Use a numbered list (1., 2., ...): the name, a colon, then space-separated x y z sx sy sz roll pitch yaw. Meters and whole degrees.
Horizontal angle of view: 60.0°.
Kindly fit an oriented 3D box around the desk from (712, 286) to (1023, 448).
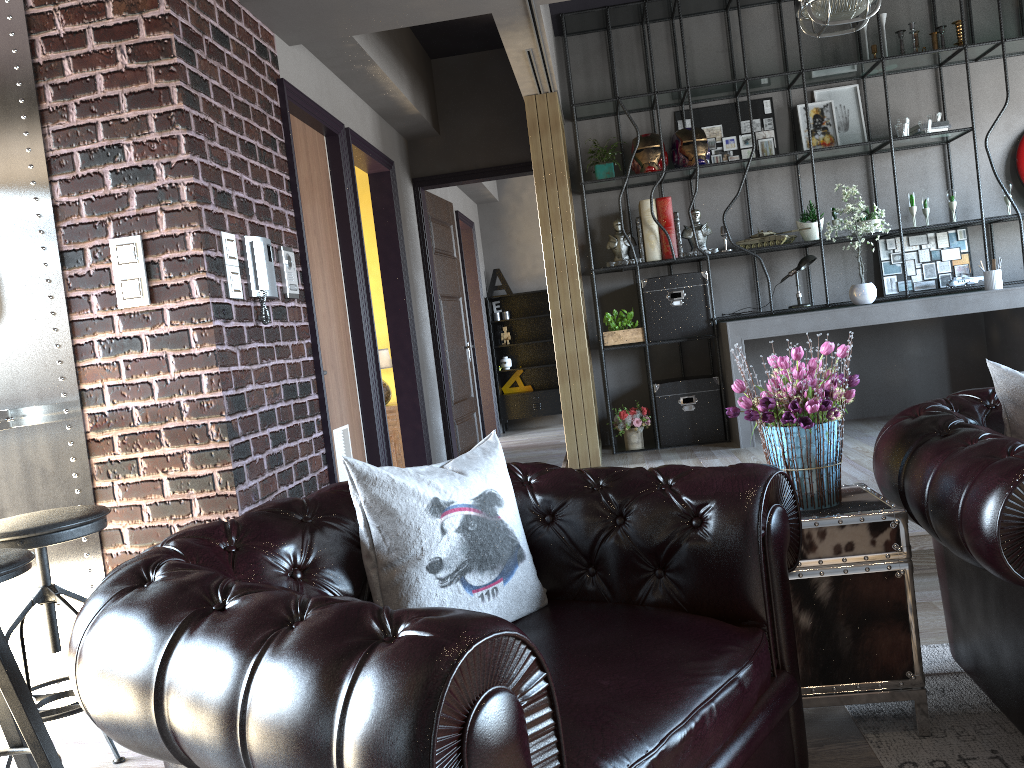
1. desk: 2.634 -0.138 6.464 2.129 0.885 0.845 -7 3 6

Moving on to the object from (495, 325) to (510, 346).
1. object: -0.117 -0.606 10.930 0.190 0.254 0.129 -7 2 5

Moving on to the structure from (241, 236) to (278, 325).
1. structure: -1.045 -0.434 3.771 0.068 0.370 0.279 -7 3 7

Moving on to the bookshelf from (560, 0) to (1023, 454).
1. bookshelf: 2.785 -1.361 6.556 4.482 3.281 0.527 -7 2 6

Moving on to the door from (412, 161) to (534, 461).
1. door: -0.056 -0.518 7.784 1.149 2.542 1.129 -7 2 6

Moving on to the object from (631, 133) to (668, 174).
1. object: 1.029 -1.727 6.682 0.280 0.327 0.400 -6 3 11

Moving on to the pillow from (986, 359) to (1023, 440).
1. pillow: 1.646 0.132 2.486 0.528 0.469 0.283 -7 3 9

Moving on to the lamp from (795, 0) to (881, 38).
1. lamp: 1.825 -2.636 5.170 0.534 1.148 0.515 -8 3 -16

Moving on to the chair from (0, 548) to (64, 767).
1. chair: -1.402 0.845 2.249 0.451 0.773 0.450 -9 3 -43

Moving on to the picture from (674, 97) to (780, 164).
1. picture: 1.666 -1.919 6.868 0.749 0.503 0.058 -7 2 6

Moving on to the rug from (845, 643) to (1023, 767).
1. rug: 2.103 0.833 1.693 2.474 0.003 2.256 -7 3 6

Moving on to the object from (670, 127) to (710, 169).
1. object: 1.344 -1.764 6.646 0.280 0.327 0.399 -7 3 -3

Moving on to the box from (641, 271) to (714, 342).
1. box: 1.246 -0.589 6.752 0.488 0.480 0.374 -7 3 6

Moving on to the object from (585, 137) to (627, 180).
1. object: 0.691 -1.690 6.735 0.324 0.339 0.295 -9 3 -37

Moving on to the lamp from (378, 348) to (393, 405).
1. lamp: -1.027 0.258 6.873 0.291 1.044 0.441 -8 3 -20

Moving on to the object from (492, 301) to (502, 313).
1. object: -0.187 -0.958 11.052 0.107 0.151 0.055 -7 2 6

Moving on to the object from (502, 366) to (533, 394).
1. object: 0.056 -0.056 11.072 0.393 0.321 0.057 -7 2 6

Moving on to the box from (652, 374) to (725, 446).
1. box: 1.341 0.190 6.783 0.488 0.480 0.374 -7 3 6

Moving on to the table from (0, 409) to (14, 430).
1. table: -2.179 0.739 2.635 0.656 1.129 1.600 -7 3 7

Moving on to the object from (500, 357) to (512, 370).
1. object: -0.075 -0.255 10.926 0.139 0.162 0.139 -8 3 -28

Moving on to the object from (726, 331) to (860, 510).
1. object: 0.810 0.101 2.504 0.349 0.484 0.352 -5 3 37

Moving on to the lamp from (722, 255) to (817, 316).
1. lamp: 1.942 -0.740 6.695 0.739 0.371 0.205 -5 3 31

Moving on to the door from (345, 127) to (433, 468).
1. door: -1.312 -0.269 6.044 1.098 2.542 1.151 -7 2 6

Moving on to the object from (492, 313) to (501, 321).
1. object: -0.190 -0.832 11.016 0.095 0.101 0.095 -5 3 29

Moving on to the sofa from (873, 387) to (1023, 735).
1. sofa: 2.354 0.348 2.354 2.565 0.838 1.240 -7 3 6

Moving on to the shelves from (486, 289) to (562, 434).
1. shelves: 0.254 -0.287 10.899 0.911 1.676 0.353 -7 2 6

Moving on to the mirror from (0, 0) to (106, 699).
1. mirror: -2.214 -0.473 3.386 1.048 3.459 0.050 -7 2 6

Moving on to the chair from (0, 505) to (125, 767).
1. chair: -1.486 0.817 2.874 0.439 0.781 0.439 -8 3 -15

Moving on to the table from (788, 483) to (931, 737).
1. table: 0.883 0.633 2.525 0.417 0.609 0.406 -7 3 6

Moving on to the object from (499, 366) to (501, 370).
1. object: -0.154 -0.193 10.856 0.031 0.054 0.042 -9 3 -38

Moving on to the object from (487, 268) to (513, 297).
1. object: -0.169 -1.261 11.032 0.343 0.344 0.057 -7 2 6

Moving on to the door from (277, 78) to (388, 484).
1. door: -1.002 -0.238 4.833 0.219 2.538 1.003 -7 2 7

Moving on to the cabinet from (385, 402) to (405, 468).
1. cabinet: -1.468 0.597 6.935 1.431 0.750 0.409 -7 2 6

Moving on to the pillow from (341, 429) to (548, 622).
1. pillow: -0.148 0.372 2.202 0.290 0.502 0.542 -5 4 44

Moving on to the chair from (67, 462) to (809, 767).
1. chair: -0.127 0.665 2.047 1.244 0.844 1.494 -5 4 36

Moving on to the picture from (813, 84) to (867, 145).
1. picture: 2.498 -2.006 6.743 0.332 0.514 0.119 -7 2 6

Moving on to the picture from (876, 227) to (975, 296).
1. picture: 3.137 -0.926 6.729 0.665 0.447 0.051 -7 2 6

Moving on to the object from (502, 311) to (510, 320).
1. object: -0.076 -0.846 11.003 0.095 0.101 0.095 -5 3 29

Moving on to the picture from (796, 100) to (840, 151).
1. picture: 2.325 -1.932 6.723 0.267 0.413 0.101 -7 2 6
